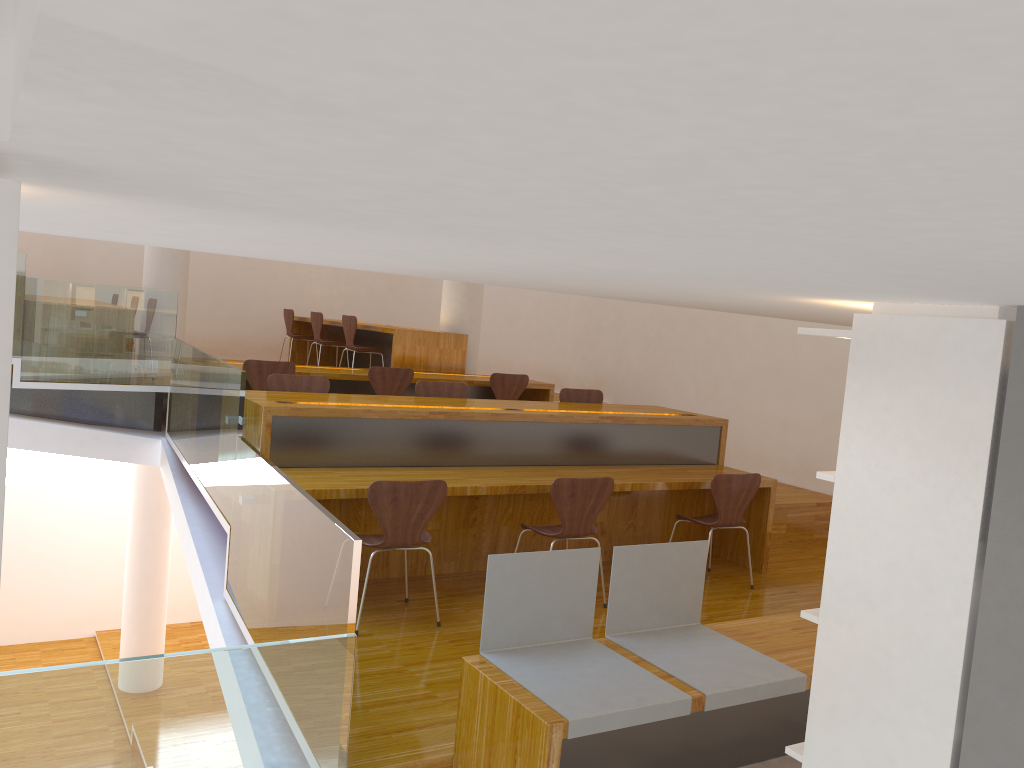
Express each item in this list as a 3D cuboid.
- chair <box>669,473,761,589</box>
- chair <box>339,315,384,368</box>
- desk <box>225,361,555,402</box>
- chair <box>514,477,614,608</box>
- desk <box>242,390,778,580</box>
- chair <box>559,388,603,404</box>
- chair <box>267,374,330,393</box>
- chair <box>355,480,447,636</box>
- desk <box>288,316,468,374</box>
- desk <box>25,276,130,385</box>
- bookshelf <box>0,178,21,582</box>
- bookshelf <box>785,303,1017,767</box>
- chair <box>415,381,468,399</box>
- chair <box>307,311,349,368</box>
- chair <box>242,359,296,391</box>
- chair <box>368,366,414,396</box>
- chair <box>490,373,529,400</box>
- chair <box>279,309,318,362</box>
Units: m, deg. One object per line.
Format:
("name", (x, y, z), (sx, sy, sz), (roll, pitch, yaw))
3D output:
("chair", (1.187, 0.841, 5.278), (0.428, 0.693, 0.381), (3, 4, -31))
("chair", (-1.462, -0.313, 8.692), (0.381, 0.693, 0.428), (3, 4, -31))
("desk", (-1.184, 0.199, 7.694), (3.185, 0.606, 0.760), (3, 4, -31))
("chair", (0.252, 0.799, 4.664), (0.428, 0.693, 0.381), (3, 4, -31))
("desk", (0.001, 0.619, 5.350), (3.236, 0.918, 1.285), (3, 4, -31))
("chair", (0.564, 0.398, 6.336), (0.428, 0.693, 0.381), (3, 4, -31))
("chair", (-1.239, 0.307, 5.282), (0.428, 0.693, 0.381), (3, 4, -31))
("chair", (-0.577, 0.758, 4.159), (0.428, 0.693, 0.381), (3, 4, -31))
("desk", (-1.589, -0.354, 9.723), (0.760, 0.606, 3.185), (3, 4, -31))
("desk", (-4.442, -0.575, 7.933), (1.527, 0.785, 3.243), (3, 4, -31))
("bookshelf", (-2.205, 0.598, 0.106), (3.666, 1.836, 0.397), (3, 4, -31))
("bookshelf", (2.006, 0.800, 2.734), (2.984, 1.836, 0.498), (3, 4, -31))
("chair", (-0.410, 0.347, 5.787), (0.428, 0.693, 0.381), (3, 4, -31))
("chair", (-1.961, -0.413, 9.520), (0.381, 0.693, 0.428), (3, 4, -31))
("chair", (-1.894, 0.154, 6.687), (0.428, 0.693, 0.381), (3, 4, -31))
("chair", (-1.065, 0.194, 7.192), (0.428, 0.693, 0.381), (3, 4, -31))
("chair", (-0.130, 0.237, 7.806), (0.428, 0.693, 0.381), (3, 4, -31))
("chair", (-2.503, -0.527, 10.492), (0.381, 0.693, 0.428), (3, 4, -31))
